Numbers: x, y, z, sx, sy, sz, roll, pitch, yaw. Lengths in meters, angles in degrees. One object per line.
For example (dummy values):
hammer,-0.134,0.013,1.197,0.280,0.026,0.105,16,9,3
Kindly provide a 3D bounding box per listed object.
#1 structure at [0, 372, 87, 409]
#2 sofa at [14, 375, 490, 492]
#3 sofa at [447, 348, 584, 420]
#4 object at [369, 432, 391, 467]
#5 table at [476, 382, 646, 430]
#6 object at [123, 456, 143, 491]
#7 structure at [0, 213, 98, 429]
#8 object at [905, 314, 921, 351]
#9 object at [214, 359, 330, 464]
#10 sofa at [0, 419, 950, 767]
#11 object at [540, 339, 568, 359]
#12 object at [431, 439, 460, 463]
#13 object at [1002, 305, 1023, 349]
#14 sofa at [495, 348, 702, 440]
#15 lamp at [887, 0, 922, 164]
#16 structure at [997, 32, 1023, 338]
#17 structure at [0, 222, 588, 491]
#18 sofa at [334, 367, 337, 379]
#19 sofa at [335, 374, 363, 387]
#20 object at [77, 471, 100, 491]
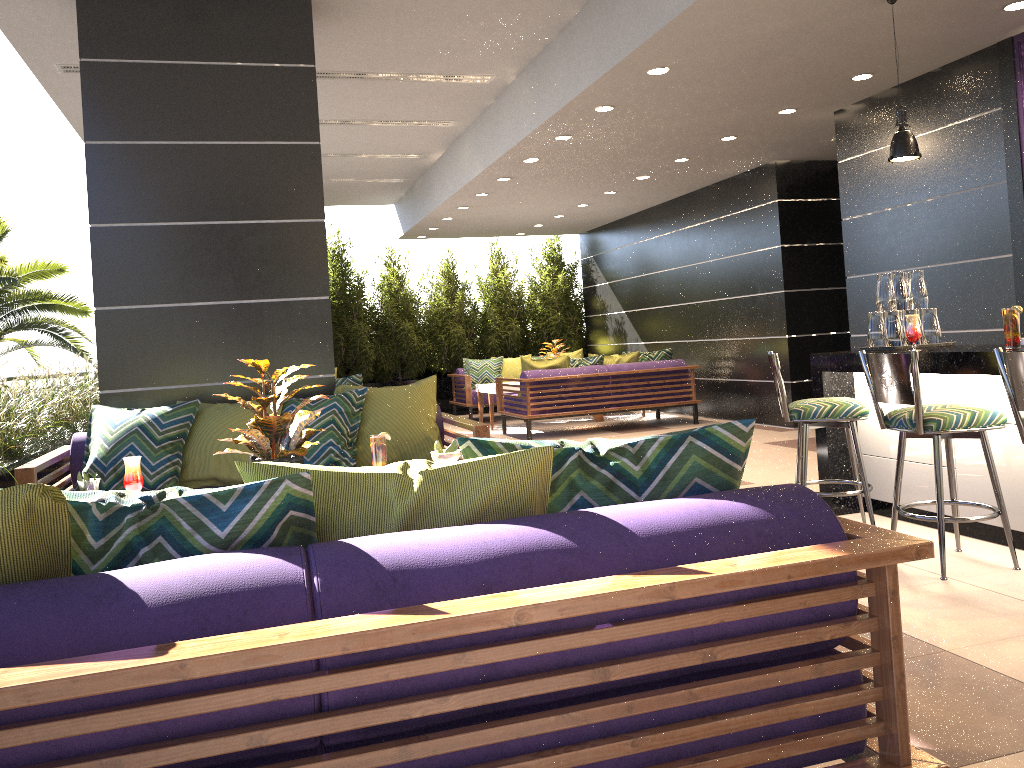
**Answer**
structure,-9.337,1.054,2.346,12.931,1.059,17.487,-5,3,-17
sofa,-1.264,0.485,4.615,2.128,0.920,1.118,-4,1,-17
sofa,0.239,0.004,12.790,2.128,0.920,1.118,-4,1,-17
object,-0.535,0.294,3.613,0.084,0.190,0.067,-4,0,8
table,0.644,0.218,11.542,2.039,0.554,0.940,-5,2,-17
object,-1.443,0.369,3.374,0.069,0.181,0.068,-4,-1,-34
structure,-6.814,-0.605,10.347,3.745,3.305,3.808,-3,1,26
object,2.018,-0.258,4.450,0.069,0.181,0.068,-3,-1,-45
object,-0.859,0.167,3.179,0.430,0.527,0.425,-4,1,-5
sofa,-0.414,0.560,1.794,2.128,0.920,1.118,-4,1,-17
object,0.565,-0.317,11.526,0.430,0.527,0.425,-4,1,0
object,-0.231,0.293,3.115,0.105,0.197,0.106,-4,0,11
object,2.188,-0.247,3.869,0.067,0.190,0.084,-4,0,8
sofa,0.980,0.070,10.333,2.128,0.920,1.118,-4,1,-17
lamp,2.170,-1.601,4.247,0.192,0.864,1.080,-4,1,-17
structure,3.864,-0.722,3.368,0.531,2.761,4.626,-4,2,-17
structure,1.095,-0.680,2.491,7.825,3.123,24.706,-4,3,-17
sofa,-2.938,0.337,10.168,2.128,0.920,1.118,-4,1,-17
sofa,-2.197,0.403,7.710,2.128,0.920,1.118,-4,1,-17
object,-1.315,0.374,2.760,0.069,0.211,0.068,-3,-1,-34
